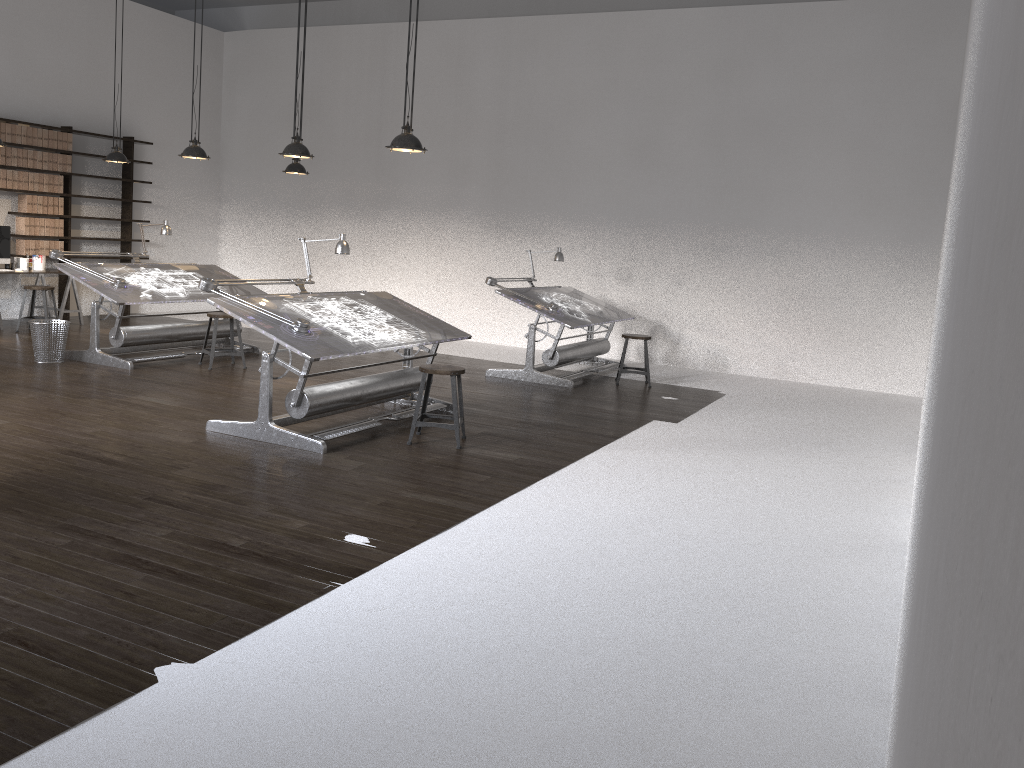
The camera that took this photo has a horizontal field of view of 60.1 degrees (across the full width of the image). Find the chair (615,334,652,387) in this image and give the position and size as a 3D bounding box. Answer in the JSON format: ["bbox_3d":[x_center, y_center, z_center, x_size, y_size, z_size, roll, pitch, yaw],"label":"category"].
[{"bbox_3d":[1.298,-0.254,9.380,0.372,0.525,0.360,4,7,3],"label":"chair"}]

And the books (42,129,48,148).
[{"bbox_3d":[-5.871,-3.060,11.037,0.175,0.224,0.067,7,7,25],"label":"books"}]

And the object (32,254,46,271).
[{"bbox_3d":[-5.769,-1.477,10.801,0.145,0.195,0.145,4,7,-3],"label":"object"}]

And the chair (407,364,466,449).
[{"bbox_3d":[-0.498,0.146,6.115,0.372,0.525,0.360,4,7,3],"label":"chair"}]

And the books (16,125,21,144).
[{"bbox_3d":[-6.026,-3.020,10.720,0.175,0.224,0.067,7,7,25],"label":"books"}]

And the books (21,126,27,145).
[{"bbox_3d":[-5.993,-3.028,10.784,0.175,0.224,0.067,7,7,25],"label":"books"}]

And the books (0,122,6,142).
[{"bbox_3d":[-6.114,-2.998,10.543,0.175,0.224,0.067,7,7,25],"label":"books"}]

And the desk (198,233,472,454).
[{"bbox_3d":[-1.243,-0.410,6.513,1.079,1.378,2.077,7,9,25],"label":"desk"}]

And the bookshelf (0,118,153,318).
[{"bbox_3d":[-7.305,-1.360,8.595,0.374,3.187,9.215,7,9,25],"label":"bookshelf"}]

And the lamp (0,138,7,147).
[{"bbox_3d":[-5.258,-3.553,8.928,0.311,2.240,0.314,-1,8,-40],"label":"lamp"}]

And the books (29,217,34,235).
[{"bbox_3d":[-6.024,-1.959,11.007,0.175,0.224,0.067,7,7,25],"label":"books"}]

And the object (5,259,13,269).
[{"bbox_3d":[-6.049,-1.450,10.650,0.092,0.141,0.097,5,7,4],"label":"object"}]

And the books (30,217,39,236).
[{"bbox_3d":[-5.996,-1.967,11.070,0.175,0.224,0.067,7,7,25],"label":"books"}]

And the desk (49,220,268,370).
[{"bbox_3d":[-3.546,-0.978,9.039,1.079,1.378,2.077,7,9,25],"label":"desk"}]

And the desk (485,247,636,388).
[{"bbox_3d":[0.550,-0.809,9.774,1.079,1.378,2.077,7,9,25],"label":"desk"}]

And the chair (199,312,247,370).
[{"bbox_3d":[-2.817,-0.422,8.636,0.372,0.525,0.360,-1,9,-36],"label":"chair"}]

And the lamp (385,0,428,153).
[{"bbox_3d":[-0.696,-2.820,6.360,0.313,2.240,0.312,5,6,5],"label":"lamp"}]

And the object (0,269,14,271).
[{"bbox_3d":[-5.933,-1.301,10.156,0.119,0.017,0.441,7,10,20],"label":"object"}]

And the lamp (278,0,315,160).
[{"bbox_3d":[-1.817,-3.102,7.664,0.311,2.253,0.314,-1,8,-40],"label":"lamp"}]

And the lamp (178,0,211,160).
[{"bbox_3d":[-3.091,-3.367,8.718,0.311,2.240,0.314,-1,8,-40],"label":"lamp"}]

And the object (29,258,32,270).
[{"bbox_3d":[-5.867,-1.457,10.758,0.068,0.154,0.068,4,7,1],"label":"object"}]

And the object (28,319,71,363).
[{"bbox_3d":[-4.303,-0.395,8.241,0.353,0.376,0.355,-3,10,-43],"label":"object"}]

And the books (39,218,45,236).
[{"bbox_3d":[-5.962,-1.975,11.131,0.175,0.224,0.067,7,7,25],"label":"books"}]

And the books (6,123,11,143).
[{"bbox_3d":[-6.079,-3.005,10.602,0.175,0.224,0.067,7,7,25],"label":"books"}]

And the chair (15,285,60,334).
[{"bbox_3d":[-5.451,-0.859,10.206,0.371,0.525,0.361,3,7,-7],"label":"chair"}]

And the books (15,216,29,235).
[{"bbox_3d":[-6.051,-1.950,10.942,0.175,0.224,0.067,7,7,25],"label":"books"}]

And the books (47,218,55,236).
[{"bbox_3d":[-5.900,-1.990,11.255,0.175,0.224,0.067,7,7,25],"label":"books"}]

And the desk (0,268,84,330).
[{"bbox_3d":[-5.925,-1.021,10.549,0.657,0.665,1.675,8,9,25],"label":"desk"}]

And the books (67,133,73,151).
[{"bbox_3d":[-5.723,-3.101,11.354,0.175,0.224,0.067,7,7,25],"label":"books"}]

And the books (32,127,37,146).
[{"bbox_3d":[-5.938,-3.045,10.912,0.175,0.224,0.067,7,7,25],"label":"books"}]

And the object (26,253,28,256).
[{"bbox_3d":[-5.928,-1.505,10.843,0.045,0.203,0.007,5,6,6],"label":"object"}]

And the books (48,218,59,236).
[{"bbox_3d":[-5.876,-1.998,11.314,0.175,0.224,0.067,7,7,25],"label":"books"}]

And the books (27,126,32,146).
[{"bbox_3d":[-5.967,-3.037,10.849,0.175,0.224,0.067,7,7,25],"label":"books"}]

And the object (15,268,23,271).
[{"bbox_3d":[-5.811,-1.347,10.441,0.106,0.028,0.059,8,9,21],"label":"object"}]

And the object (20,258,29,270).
[{"bbox_3d":[-5.870,-1.442,10.663,0.094,0.144,0.095,-2,9,-39],"label":"object"}]

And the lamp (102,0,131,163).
[{"bbox_3d":[-4.589,-3.731,10.327,0.311,2.240,0.314,-1,8,-40],"label":"lamp"}]

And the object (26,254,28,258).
[{"bbox_3d":[-5.916,-1.504,10.835,0.055,0.179,0.007,5,6,7],"label":"object"}]

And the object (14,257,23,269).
[{"bbox_3d":[-6.021,-1.476,10.807,0.095,0.144,0.095,10,10,42],"label":"object"}]

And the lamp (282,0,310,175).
[{"bbox_3d":[-2.422,-3.545,10.117,0.313,2.240,0.312,5,6,5],"label":"lamp"}]

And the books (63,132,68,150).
[{"bbox_3d":[-5.757,-3.093,11.293,0.175,0.224,0.067,7,7,25],"label":"books"}]

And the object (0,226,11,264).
[{"bbox_3d":[-6.137,-1.583,10.250,0.205,0.515,0.646,7,9,25],"label":"object"}]

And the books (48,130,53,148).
[{"bbox_3d":[-5.839,-3.069,11.102,0.175,0.224,0.067,7,7,25],"label":"books"}]

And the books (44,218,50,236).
[{"bbox_3d":[-5.928,-1.982,11.195,0.175,0.224,0.067,7,7,25],"label":"books"}]

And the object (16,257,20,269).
[{"bbox_3d":[-5.952,-1.458,10.732,0.096,0.142,0.097,10,10,42],"label":"object"}]

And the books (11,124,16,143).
[{"bbox_3d":[-6.055,-3.013,10.664,0.175,0.224,0.067,7,7,25],"label":"books"}]
